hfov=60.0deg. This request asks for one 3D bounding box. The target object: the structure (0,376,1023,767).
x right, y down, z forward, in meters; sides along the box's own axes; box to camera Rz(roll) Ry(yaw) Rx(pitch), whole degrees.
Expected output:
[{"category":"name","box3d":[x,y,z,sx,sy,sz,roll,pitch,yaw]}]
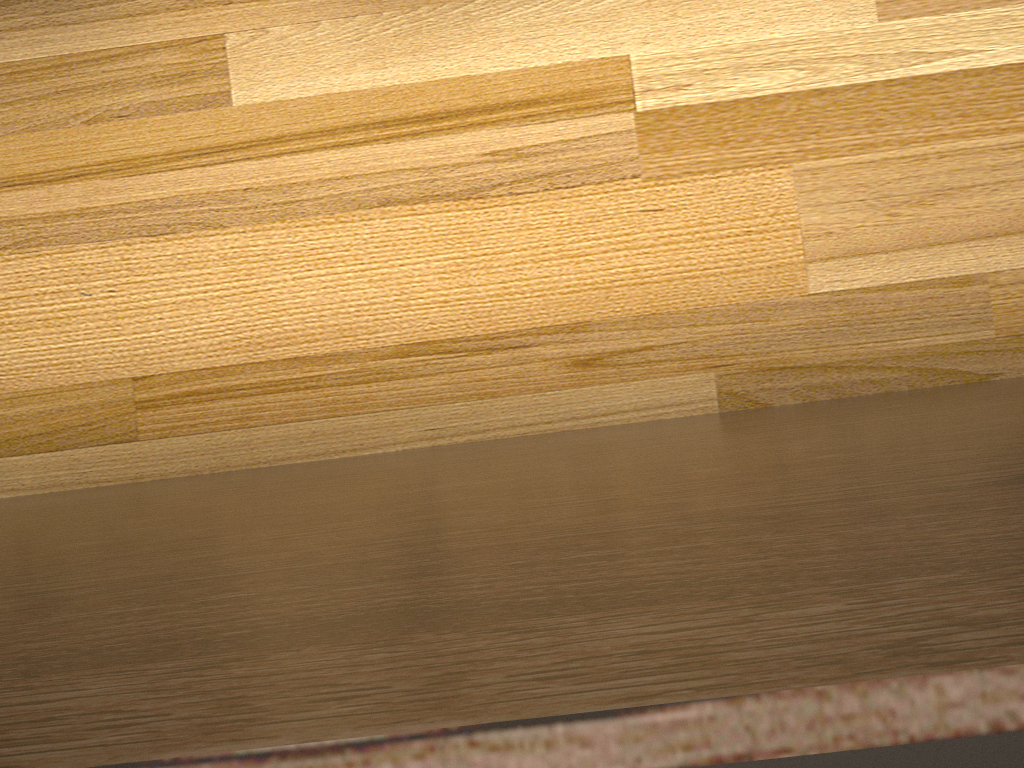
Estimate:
[{"category":"structure","box3d":[-0.720,1.371,0.757,10.744,1.001,2.373,-7,90,2]}]
